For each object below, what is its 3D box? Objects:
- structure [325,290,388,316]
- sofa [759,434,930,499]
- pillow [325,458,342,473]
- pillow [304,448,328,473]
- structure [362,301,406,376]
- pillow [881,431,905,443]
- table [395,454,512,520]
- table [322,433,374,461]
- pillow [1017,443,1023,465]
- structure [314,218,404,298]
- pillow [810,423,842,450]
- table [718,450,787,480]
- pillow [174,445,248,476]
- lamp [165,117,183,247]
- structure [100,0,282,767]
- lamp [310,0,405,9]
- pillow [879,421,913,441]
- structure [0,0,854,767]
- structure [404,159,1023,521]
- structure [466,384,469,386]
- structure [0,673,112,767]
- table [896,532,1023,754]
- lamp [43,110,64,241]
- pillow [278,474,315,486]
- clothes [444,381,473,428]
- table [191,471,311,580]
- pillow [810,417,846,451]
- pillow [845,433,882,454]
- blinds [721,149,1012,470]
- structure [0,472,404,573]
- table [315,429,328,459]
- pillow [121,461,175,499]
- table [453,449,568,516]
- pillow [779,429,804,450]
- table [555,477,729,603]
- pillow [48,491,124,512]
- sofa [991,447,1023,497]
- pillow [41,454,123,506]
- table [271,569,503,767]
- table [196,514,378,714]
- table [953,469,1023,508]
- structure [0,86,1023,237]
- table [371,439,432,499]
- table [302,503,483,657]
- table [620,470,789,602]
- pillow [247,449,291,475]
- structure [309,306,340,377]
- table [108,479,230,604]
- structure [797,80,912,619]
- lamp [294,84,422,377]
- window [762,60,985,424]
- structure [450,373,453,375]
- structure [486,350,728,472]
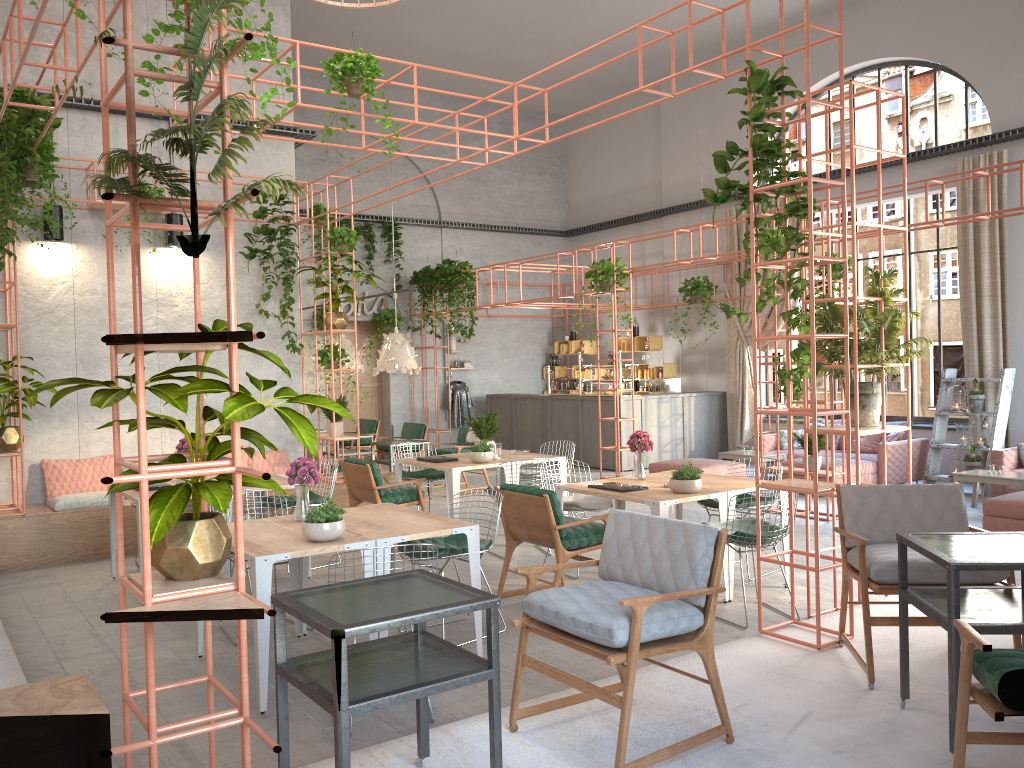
[{"bbox_3d":[-2.970,-1.538,16.836,1.312,0.505,0.063,-2,1,-35],"label":"structure"},{"bbox_3d":[4.372,1.100,12.628,1.960,0.672,2.219,-2,1,-34],"label":"sofa"},{"bbox_3d":[-2.365,1.081,11.709,0.491,0.149,0.637,-2,1,-34],"label":"pillow"},{"bbox_3d":[-2.657,0.911,11.376,0.276,0.474,0.839,-3,2,-44],"label":"pillow"},{"bbox_3d":[-2.507,-0.928,17.274,0.950,1.527,0.921,-2,1,-36],"label":"structure"},{"bbox_3d":[5.245,0.817,12.289,0.308,0.349,0.495,-1,1,15],"label":"pillow"},{"bbox_3d":[-0.618,1.206,9.163,0.694,0.830,1.205,-2,1,-35],"label":"table"},{"bbox_3d":[-2.529,1.196,13.704,0.635,0.798,0.602,-2,1,-35],"label":"table"},{"bbox_3d":[6.314,0.859,10.541,0.500,0.324,0.307,-1,1,1],"label":"pillow"},{"bbox_3d":[-2.926,-2.376,16.734,1.939,1.514,0.856,-3,2,-41],"label":"structure"},{"bbox_3d":[4.683,0.793,13.423,0.289,0.385,0.666,-2,1,-34],"label":"pillow"},{"bbox_3d":[3.484,1.226,12.855,0.520,0.455,0.916,-2,1,-35],"label":"table"},{"bbox_3d":[-3.425,0.956,10.075,0.839,0.474,0.276,-2,1,-14],"label":"pillow"},{"bbox_3d":[-3.767,-2.246,9.857,0.179,1.425,0.185,-2,1,-35],"label":"lamp"},{"bbox_3d":[-0.939,-0.224,2.569,0.748,3.623,0.722,-2,1,-35],"label":"structure"},{"bbox_3d":[-1.105,-4.414,5.876,0.883,3.476,0.883,-1,1,18],"label":"lamp"},{"bbox_3d":[5.319,0.760,12.745,0.273,0.476,0.836,-2,1,-34],"label":"pillow"},{"bbox_3d":[-3.582,-0.677,9.574,4.501,4.345,14.096,-2,1,-36],"label":"structure"},{"bbox_3d":[3.544,-0.366,12.567,4.157,4.247,14.689,-2,1,-35],"label":"structure"},{"bbox_3d":[-0.923,0.020,18.227,0.066,0.044,0.019,-2,1,-35],"label":"structure"},{"bbox_3d":[-3.834,1.081,3.513,3.396,1.111,9.152,-2,1,-35],"label":"structure"},{"bbox_3d":[2.030,1.079,3.727,0.602,0.798,0.635,-1,1,5],"label":"table"},{"bbox_3d":[-4.760,-2.206,9.170,0.179,1.425,0.185,-2,1,-35],"label":"lamp"},{"bbox_3d":[-2.620,1.120,10.170,0.637,0.149,0.491,-2,1,-34],"label":"pillow"},{"bbox_3d":[-1.064,0.432,18.029,0.366,0.997,0.625,-1,1,35],"label":"clothes"},{"bbox_3d":[-2.368,1.276,7.958,0.694,0.830,1.214,-2,1,-35],"label":"table"},{"bbox_3d":[4.813,0.756,13.497,0.276,0.474,0.839,-2,1,-34],"label":"pillow"},{"bbox_3d":[5.033,0.834,12.692,0.479,0.317,0.441,-1,1,37],"label":"pillow"},{"bbox_3d":[5.171,-0.938,13.798,0.414,4.389,4.957,-2,1,-34],"label":"blinds"},{"bbox_3d":[-4.755,1.439,11.844,4.386,0.500,5.831,-2,1,-35],"label":"structure"},{"bbox_3d":[-3.527,1.193,15.147,0.635,0.798,0.602,-2,1,-35],"label":"table"},{"bbox_3d":[-3.961,1.025,9.731,0.666,0.385,0.289,-2,2,-39],"label":"pillow"},{"bbox_3d":[-0.048,1.183,9.562,0.694,0.830,1.214,-2,1,-35],"label":"table"},{"bbox_3d":[4.303,0.852,13.448,0.500,0.324,0.307,-1,1,1],"label":"pillow"},{"bbox_3d":[0.980,1.223,6.884,0.694,0.830,1.205,-2,1,-35],"label":"table"},{"bbox_3d":[-4.318,1.188,8.996,0.637,0.149,0.491,-2,1,-34],"label":"pillow"},{"bbox_3d":[6.383,1.107,9.721,1.960,0.672,2.219,-2,1,-34],"label":"sofa"},{"bbox_3d":[-4.503,0.998,9.382,0.839,0.474,0.276,-3,2,-44],"label":"pillow"},{"bbox_3d":[-0.448,1.155,3.172,0.635,0.798,0.602,-2,1,-35],"label":"table"},{"bbox_3d":[-1.383,1.304,5.309,0.694,0.830,1.205,-2,1,-35],"label":"table"},{"bbox_3d":[5.495,1.237,9.948,0.520,0.455,0.916,-2,1,-35],"label":"table"},{"bbox_3d":[-0.693,-3.054,9.286,15.603,0.110,15.203,-2,1,-35],"label":"structure"},{"bbox_3d":[-1.531,1.200,12.261,0.635,0.798,0.602,-2,1,-35],"label":"table"},{"bbox_3d":[-0.814,1.281,5.707,0.694,0.830,1.214,-2,1,-35],"label":"table"},{"bbox_3d":[1.551,1.200,7.283,0.694,0.830,1.214,-2,1,-35],"label":"table"},{"bbox_3d":[-2.908,0.983,10.460,0.666,0.385,0.289,-2,2,-39],"label":"pillow"},{"bbox_3d":[-3.569,-0.904,16.488,0.921,1.527,0.950,-2,1,-1],"label":"structure"},{"bbox_3d":[-2.939,1.299,7.558,0.694,0.830,1.205,-2,1,-35],"label":"table"},{"bbox_3d":[2.375,-0.184,6.121,0.624,3.602,0.424,-2,1,-35],"label":"structure"},{"bbox_3d":[-2.652,-2.135,13.668,0.704,4.052,4.456,-2,1,-35],"label":"lamp"},{"bbox_3d":[5.637,-2.191,13.977,0.089,5.538,4.127,-2,1,-35],"label":"window"},{"bbox_3d":[-1.228,-0.211,18.010,0.066,0.044,0.019,-2,1,-35],"label":"structure"},{"bbox_3d":[1.698,0.397,17.012,2.579,2.022,4.057,-2,1,-35],"label":"structure"}]
